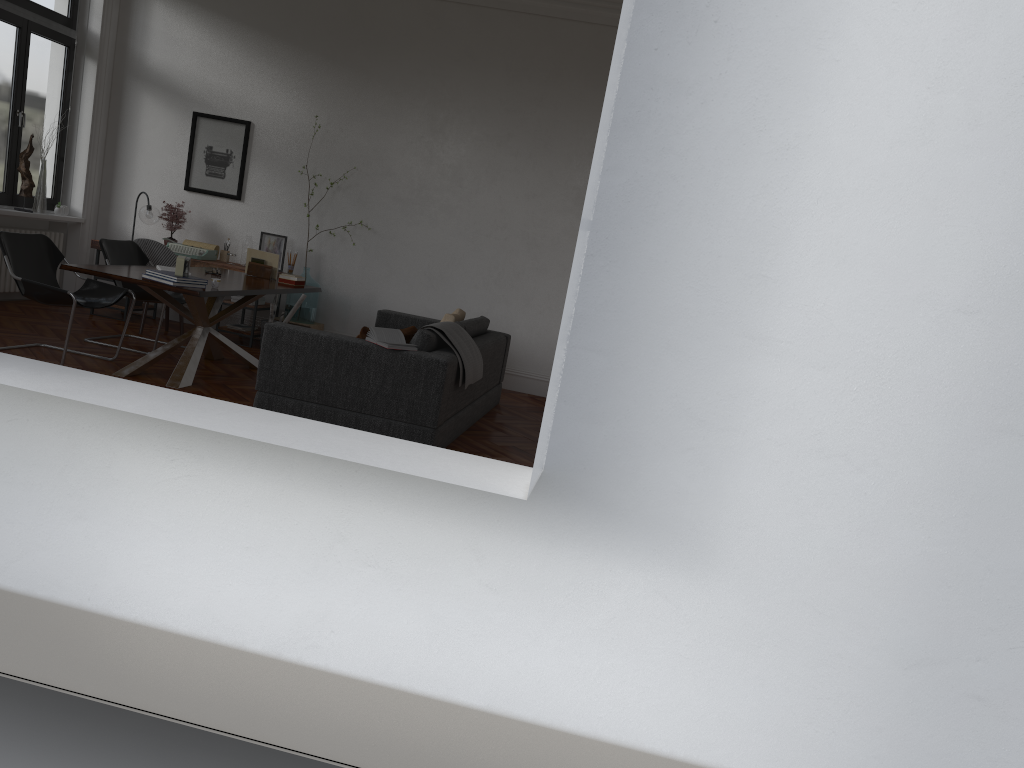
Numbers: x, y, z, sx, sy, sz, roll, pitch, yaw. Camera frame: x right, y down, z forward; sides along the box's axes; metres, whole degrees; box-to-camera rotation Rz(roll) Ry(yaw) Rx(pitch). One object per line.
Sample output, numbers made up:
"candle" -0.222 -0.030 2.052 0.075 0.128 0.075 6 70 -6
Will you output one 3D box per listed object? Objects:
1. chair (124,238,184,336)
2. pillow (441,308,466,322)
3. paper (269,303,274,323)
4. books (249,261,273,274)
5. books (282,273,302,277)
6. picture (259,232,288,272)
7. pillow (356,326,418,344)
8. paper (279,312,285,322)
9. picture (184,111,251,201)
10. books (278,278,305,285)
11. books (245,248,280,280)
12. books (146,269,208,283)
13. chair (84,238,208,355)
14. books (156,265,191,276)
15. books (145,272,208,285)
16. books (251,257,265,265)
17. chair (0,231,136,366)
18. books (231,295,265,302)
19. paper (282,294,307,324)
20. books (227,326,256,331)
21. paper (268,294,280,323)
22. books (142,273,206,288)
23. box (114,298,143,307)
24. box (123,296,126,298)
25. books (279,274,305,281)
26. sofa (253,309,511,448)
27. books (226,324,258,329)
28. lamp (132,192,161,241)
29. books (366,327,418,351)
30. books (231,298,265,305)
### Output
"chair" -3.371 -0.920 8.452 0.716 0.903 0.545 11 9 0
"pillow" -0.566 -0.417 7.531 0.225 0.462 0.485 12 9 7
"paper" -2.364 -0.551 8.691 0.073 0.480 0.033 1 13 -45
"books" -2.247 -1.010 7.895 0.221 0.125 0.028 12 9 7
"books" -1.954 -0.966 7.875 0.128 0.008 0.159 12 8 9
"picture" -2.477 -1.362 9.145 0.282 0.370 0.022 12 10 7
"pillow" -0.899 -0.227 6.030 0.470 0.398 0.329 2 13 -45
"paper" -2.352 -0.534 8.877 0.026 0.389 0.126 16 11 29
"picture" -3.081 -2.382 9.271 0.633 0.819 0.050 12 10 7
"books" -1.951 -0.909 7.862 0.159 0.040 0.215 12 8 9
"books" -2.245 -1.080 7.975 0.309 0.240 0.043 12 9 7
"books" -2.305 -0.744 6.098 0.343 0.017 0.250 16 10 32
"chair" -3.133 -0.749 7.649 0.745 0.875 0.750 12 9 7
"books" -2.633 -0.881 6.905 0.231 0.026 0.324 6 9 -27
"books" -2.308 -0.728 6.101 0.343 0.017 0.250 16 10 32
"books" -2.277 -1.046 7.942 0.128 0.158 0.040 12 9 7
"chair" -3.312 -0.612 6.498 0.745 0.875 0.750 12 9 7
"books" -2.631 -0.864 8.851 0.225 0.038 0.308 12 8 7
"paper" -2.231 -0.612 8.745 0.330 0.612 0.046 9 10 -12
"books" -2.716 -0.562 8.916 0.196 0.014 0.267 11 8 6
"paper" -2.399 -0.658 8.848 0.047 0.628 0.293 11 9 0
"books" -2.325 -0.708 6.099 0.346 0.027 0.264 16 10 32
"box" -4.006 -0.864 9.086 0.296 0.083 0.317 12 8 7
"box" -3.995 -0.939 9.074 0.238 0.066 0.255 12 8 8
"books" -1.948 -0.944 7.865 0.164 0.029 0.207 11 8 5
"sofa" -0.858 -0.159 6.989 1.261 0.831 2.637 12 8 7
"books" -2.713 -0.577 8.914 0.196 0.014 0.267 13 9 18
"lamp" -3.792 -1.691 9.086 0.440 0.552 0.207 16 11 30
"books" -0.771 -0.295 5.711 0.225 0.096 0.277 3 11 -40
"books" -2.631 -0.827 8.847 0.225 0.038 0.308 12 8 6
